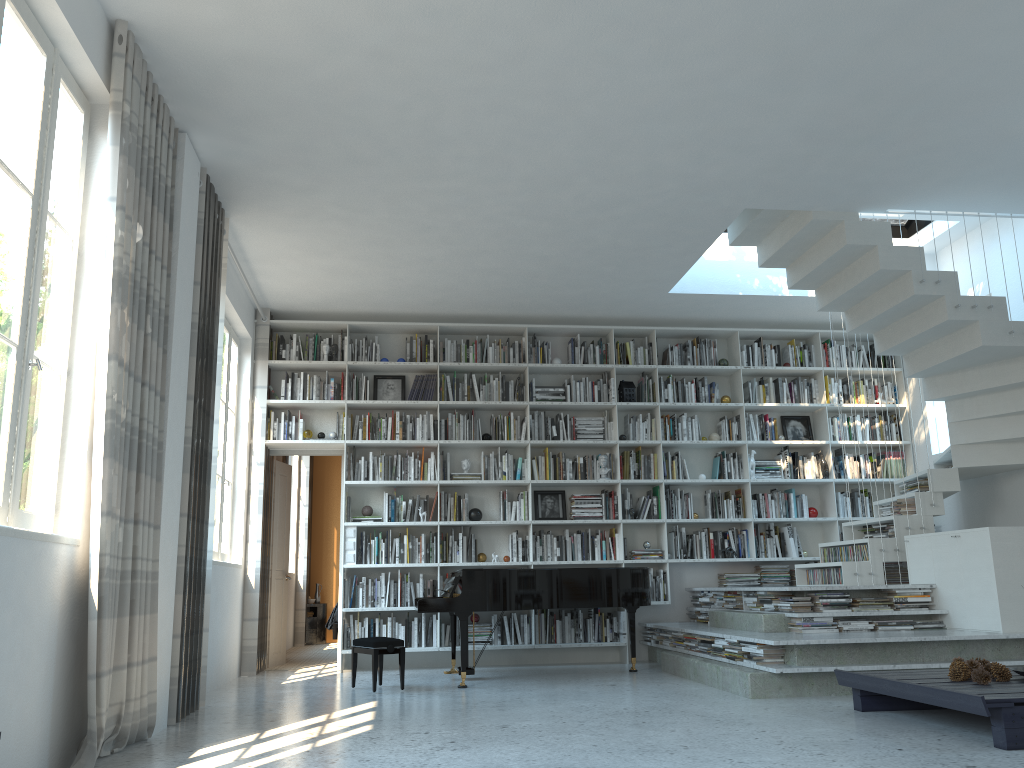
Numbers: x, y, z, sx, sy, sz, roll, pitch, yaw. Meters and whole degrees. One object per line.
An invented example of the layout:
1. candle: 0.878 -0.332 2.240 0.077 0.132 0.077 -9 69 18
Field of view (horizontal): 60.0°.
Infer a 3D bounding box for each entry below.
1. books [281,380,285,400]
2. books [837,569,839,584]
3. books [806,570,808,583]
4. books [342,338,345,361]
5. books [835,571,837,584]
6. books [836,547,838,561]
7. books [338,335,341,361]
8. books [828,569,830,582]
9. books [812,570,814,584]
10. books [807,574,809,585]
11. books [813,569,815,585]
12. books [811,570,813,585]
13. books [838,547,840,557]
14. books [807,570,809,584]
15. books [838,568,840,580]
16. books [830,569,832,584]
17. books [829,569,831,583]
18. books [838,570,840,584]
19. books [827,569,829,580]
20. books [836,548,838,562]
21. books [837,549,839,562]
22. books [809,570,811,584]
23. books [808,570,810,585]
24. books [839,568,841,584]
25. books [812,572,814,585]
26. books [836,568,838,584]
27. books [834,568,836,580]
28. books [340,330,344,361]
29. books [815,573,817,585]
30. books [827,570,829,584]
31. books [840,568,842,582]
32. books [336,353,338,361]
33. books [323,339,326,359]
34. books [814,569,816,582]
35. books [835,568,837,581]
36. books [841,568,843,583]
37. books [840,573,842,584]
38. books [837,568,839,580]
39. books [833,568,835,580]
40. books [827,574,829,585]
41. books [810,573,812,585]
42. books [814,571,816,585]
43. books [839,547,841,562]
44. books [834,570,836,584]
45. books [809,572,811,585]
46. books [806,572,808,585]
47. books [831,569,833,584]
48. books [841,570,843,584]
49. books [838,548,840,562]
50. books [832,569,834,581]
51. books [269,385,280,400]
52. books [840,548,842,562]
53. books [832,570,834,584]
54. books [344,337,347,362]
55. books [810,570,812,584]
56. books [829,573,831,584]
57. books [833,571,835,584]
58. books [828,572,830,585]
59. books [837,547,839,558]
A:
1. books: -2.114 0.085 8.220 0.034 0.217 0.166 0 -13 -7
2. books: 2.646 1.525 7.038 0.125 0.125 0.007 0 -12 -7
3. books: 2.578 1.648 7.567 0.125 0.125 0.008 0 -12 -7
4. books: -1.586 -0.288 8.371 0.025 0.259 0.138 0 -13 -7
5. books: 2.641 1.534 7.073 0.125 0.125 0.008 0 -12 -7
6. books: 2.756 1.417 7.353 0.125 0.125 0.012 0 -12 -7
7. books: -1.623 -0.302 8.368 0.022 0.286 0.175 0 -13 -7
8. books: 2.628 1.559 7.181 0.125 0.125 0.008 0 -12 -7
9. books: 2.592 1.623 7.458 0.125 0.125 0.008 0 -12 -7
10. books: 2.579 1.647 7.560 0.125 0.125 0.008 0 -12 -7
11. books: 2.594 1.620 7.443 0.125 0.125 0.008 0 -12 -7
12. books: 2.589 1.628 7.481 0.125 0.125 0.009 0 -12 -7
13. books: 2.761 1.409 7.316 0.125 0.125 0.010 0 -12 -7
14. books: 2.580 1.645 7.551 0.125 0.125 0.010 0 -12 -7
15. books: 2.649 1.520 7.016 0.125 0.125 0.008 0 -12 -7
16. books: 2.631 1.552 7.150 0.125 0.125 0.010 0 -12 -7
17. books: 2.629 1.555 7.166 0.125 0.125 0.008 0 -12 -7
18. books: 2.648 1.522 7.023 0.125 0.125 0.007 0 -12 -7
19. books: 2.626 1.562 7.195 0.125 0.125 0.008 0 -12 -7
20. books: 2.755 1.420 7.363 0.125 0.125 0.008 0 -12 -7
21. books: 2.757 1.415 7.342 0.125 0.125 0.010 0 -12 -7
22. books: 2.585 1.636 7.513 0.125 0.125 0.008 0 -12 -7
23. books: 2.582 1.641 7.534 0.125 0.125 0.007 0 -12 -7
24. books: 2.650 1.519 7.008 0.125 0.125 0.008 0 -12 -7
25. books: 2.591 1.625 7.465 0.125 0.125 0.008 0 -12 -7
26. books: 2.644 1.530 7.057 0.125 0.125 0.012 0 -12 -7
27. books: 2.640 1.535 7.081 0.125 0.125 0.008 0 -12 -7
28. books: -1.605 -0.328 8.371 0.014 0.337 0.168 0 -13 -7
29. books: 2.598 1.613 7.413 0.125 0.125 0.007 0 -12 -7
30. books: 2.625 1.563 7.202 0.125 0.125 0.008 0 -12 -7
31. books: 2.652 1.514 6.989 0.125 0.125 0.010 0 -12 -7
32. books: -1.647 -0.252 8.355 0.028 0.184 0.168 0 -13 -7
33. books: -1.757 -0.284 8.336 0.025 0.243 0.168 0 -13 -7
34. books: 2.597 1.614 7.420 0.125 0.125 0.007 0 -12 -7
35. books: 2.642 1.532 7.065 0.125 0.125 0.010 0 -12 -7
36. books: 2.655 1.510 6.971 0.125 0.125 0.012 0 -12 -7
37. books: 2.651 1.516 6.999 0.125 0.125 0.010 0 -12 -7
38. books: 2.647 1.524 7.031 0.125 0.125 0.007 0 -12 -7
39. books: 2.638 1.539 7.096 0.125 0.125 0.011 0 -12 -7
40. books: 2.624 1.565 7.210 0.125 0.125 0.008 0 -12 -7
41. books: 2.586 1.634 7.504 0.125 0.125 0.010 0 -12 -7
42. books: 2.596 1.616 7.428 0.125 0.125 0.007 0 -12 -7
43. books: 2.762 1.406 7.305 0.125 0.125 0.014 0 -12 -7
44. books: 2.639 1.537 7.089 0.125 0.125 0.011 0 -12 -7
45. books: 2.584 1.637 7.520 0.125 0.125 0.008 0 -12 -7
46. books: 2.577 1.650 7.574 0.125 0.125 0.007 0 -12 -7
47. books: 2.633 1.548 7.135 0.125 0.125 0.008 0 -12 -7
48. books: 2.653 1.512 6.981 0.125 0.125 0.008 0 -12 -7
49. books: 2.760 1.411 7.325 0.125 0.125 0.007 0 -12 -7
50. books: 2.636 1.543 7.113 0.125 0.125 0.007 0 -12 -7
51. books: -2.192 0.107 8.217 0.121 0.175 0.130 0 -13 -7
52. books: 2.764 1.404 7.294 0.125 0.125 0.010 0 -12 -7
53. books: 2.635 1.545 7.120 0.125 0.125 0.008 0 -12 -7
54. books: -1.556 -0.292 8.338 0.024 0.251 0.235 0 -13 -7
55. books: 2.587 1.632 7.496 0.125 0.125 0.007 0 -12 -7
56. books: 2.628 1.557 7.173 0.125 0.125 0.007 0 -12 -7
57. books: 2.637 1.541 7.106 0.125 0.125 0.008 0 -12 -7
58. books: 2.627 1.560 7.188 0.125 0.125 0.008 0 -12 -7
59. books: 2.758 1.413 7.334 0.125 0.125 0.009 0 -12 -7
